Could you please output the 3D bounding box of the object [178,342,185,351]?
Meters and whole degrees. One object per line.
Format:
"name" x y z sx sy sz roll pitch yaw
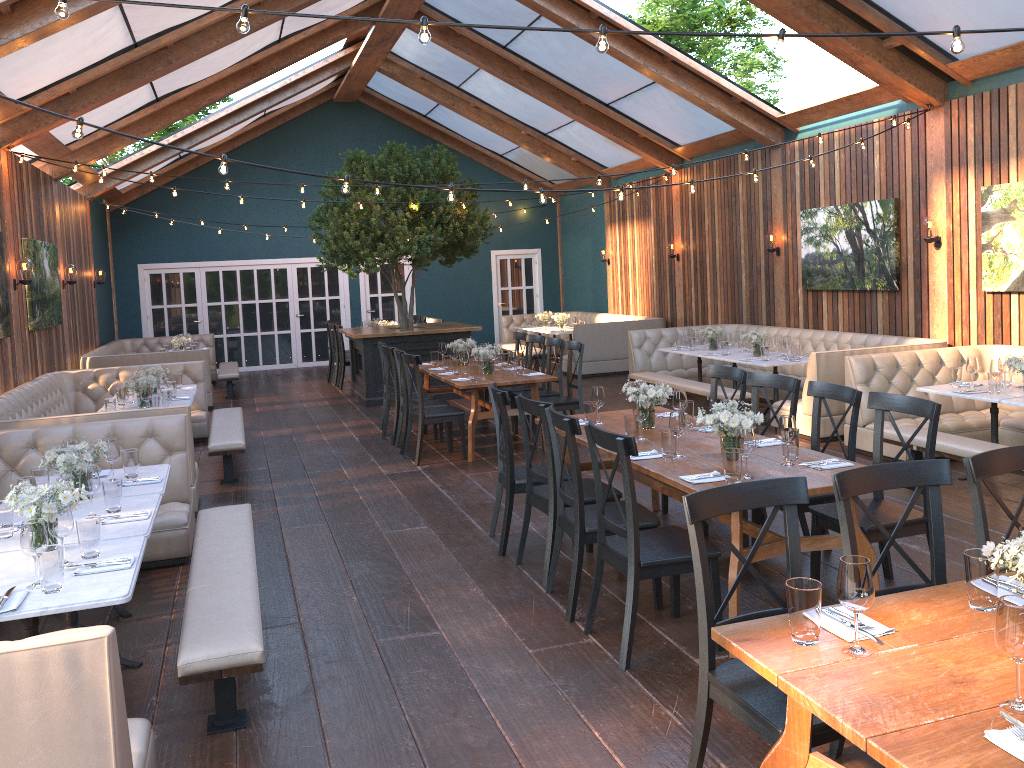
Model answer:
"object" -4.976 -0.513 13.337 0.092 0.243 0.093 0 5 30

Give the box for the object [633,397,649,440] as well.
"object" 0.756 0.204 5.190 0.092 0.243 0.093 -1 4 25

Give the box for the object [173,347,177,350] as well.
"object" -5.776 -0.663 15.139 0.092 0.157 0.092 -5 5 -31

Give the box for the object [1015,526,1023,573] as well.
"object" 1.443 0.521 2.443 0.092 0.243 0.093 -1 4 25

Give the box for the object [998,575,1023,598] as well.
"object" 1.494 0.610 2.612 0.157 0.019 0.256 -5 8 -17

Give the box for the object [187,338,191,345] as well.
"object" -5.220 -0.621 14.277 0.092 0.243 0.093 0 5 30

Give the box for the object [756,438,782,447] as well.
"object" 1.382 0.323 4.906 0.255 0.019 0.158 -5 8 -17

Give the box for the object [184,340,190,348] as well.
"object" -4.992 -0.543 13.582 0.092 0.243 0.093 0 5 30

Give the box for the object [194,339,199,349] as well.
"object" -5.393 -0.680 15.140 0.092 0.157 0.092 -5 5 -31

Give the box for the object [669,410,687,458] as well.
"object" 0.878 0.262 4.680 0.092 0.243 0.093 -1 4 25

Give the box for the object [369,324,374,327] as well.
"object" -2.335 -0.875 14.763 0.092 0.243 0.093 0 5 30

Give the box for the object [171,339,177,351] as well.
"object" -5.379 -0.590 14.089 0.092 0.243 0.093 0 5 30

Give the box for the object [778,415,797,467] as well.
"object" 1.361 0.279 4.369 0.092 0.243 0.093 -1 4 25

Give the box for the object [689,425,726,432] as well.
"object" 1.207 0.267 5.402 0.255 0.019 0.158 -5 8 -17

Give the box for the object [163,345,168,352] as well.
"object" -5.466 -0.532 14.002 0.092 0.157 0.092 -5 5 -31

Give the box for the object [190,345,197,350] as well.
"object" -4.918 -0.516 13.676 0.092 0.157 0.092 -5 5 -31

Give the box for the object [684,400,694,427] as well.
"object" 1.094 0.186 5.536 0.092 0.157 0.092 -2 4 9

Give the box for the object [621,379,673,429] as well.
"object" 0.851 0.121 5.542 0.329 0.308 0.338 -1 6 17

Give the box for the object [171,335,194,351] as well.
"object" -5.200 -0.606 13.896 0.336 0.308 0.331 0 6 25

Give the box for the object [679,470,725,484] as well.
"object" 0.932 0.436 4.184 0.255 0.019 0.158 -5 8 -17

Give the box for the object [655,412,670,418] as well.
"object" 1.045 0.202 5.976 0.255 0.019 0.158 -5 8 -17

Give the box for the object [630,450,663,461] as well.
"object" 0.724 0.375 4.735 0.255 0.019 0.158 -5 8 -17

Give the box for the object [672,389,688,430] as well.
"object" 1.032 0.159 5.428 0.092 0.243 0.093 -1 4 25

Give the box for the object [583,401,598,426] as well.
"object" 0.504 0.197 5.661 0.092 0.157 0.092 0 5 29

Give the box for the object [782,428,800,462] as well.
"object" 1.407 0.307 4.471 0.092 0.157 0.092 -2 4 9

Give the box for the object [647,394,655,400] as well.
"object" 0.947 0.120 6.108 0.092 0.157 0.092 -1 5 19

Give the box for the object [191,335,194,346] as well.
"object" -5.445 -0.708 15.036 0.092 0.243 0.093 -1 4 25

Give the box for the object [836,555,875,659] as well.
"object" 0.882 0.569 2.268 0.092 0.243 0.093 -1 4 25

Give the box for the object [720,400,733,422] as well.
"object" 1.204 0.213 4.944 0.092 0.243 0.093 -1 4 25

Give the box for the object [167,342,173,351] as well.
"object" -5.693 -0.616 14.744 0.092 0.157 0.092 -5 5 -31

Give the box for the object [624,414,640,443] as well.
"object" 0.694 0.261 5.105 0.092 0.157 0.092 -2 4 9

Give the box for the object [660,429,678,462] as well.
"object" 0.816 0.319 4.594 0.092 0.157 0.092 -2 4 9

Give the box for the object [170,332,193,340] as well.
"object" -5.465 -0.694 14.684 0.329 0.308 0.338 2 7 38

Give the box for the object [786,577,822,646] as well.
"object" 0.777 0.607 2.350 0.092 0.157 0.092 -2 4 9

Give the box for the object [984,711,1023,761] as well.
"object" 1.082 0.733 1.802 0.157 0.019 0.256 -5 8 -17

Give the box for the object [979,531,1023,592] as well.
"object" 1.389 0.517 2.238 0.336 0.308 0.331 -1 6 15

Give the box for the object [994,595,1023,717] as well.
"object" 1.119 0.598 1.956 0.092 0.243 0.093 -1 4 25

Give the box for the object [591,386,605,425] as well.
"object" 0.561 0.139 5.763 0.092 0.243 0.093 0 5 30

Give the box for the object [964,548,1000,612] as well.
"object" 1.337 0.559 2.517 0.092 0.157 0.092 -2 4 9

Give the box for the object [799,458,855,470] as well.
"object" 1.526 0.389 4.331 0.255 0.019 0.158 -5 8 -17

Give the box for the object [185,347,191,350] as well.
"object" -4.851 -0.467 13.267 0.092 0.157 0.092 -5 5 -31

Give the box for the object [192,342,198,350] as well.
"object" -5.148 -0.597 14.395 0.092 0.157 0.092 -5 5 -31

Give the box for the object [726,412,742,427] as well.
"object" 1.265 0.240 5.048 0.092 0.157 0.092 -2 4 9

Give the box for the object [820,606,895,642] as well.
"object" 0.937 0.659 2.432 0.157 0.019 0.256 -5 8 -17

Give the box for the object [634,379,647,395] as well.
"object" 0.874 0.094 5.996 0.092 0.243 0.093 0 5 30

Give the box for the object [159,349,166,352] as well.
"object" -5.225 -0.447 13.245 0.092 0.157 0.092 -5 5 -31

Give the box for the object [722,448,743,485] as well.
"object" 1.010 0.379 4.047 0.092 0.157 0.092 -2 4 9

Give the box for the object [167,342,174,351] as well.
"object" -5.154 -0.507 13.356 0.092 0.243 0.093 0 5 30

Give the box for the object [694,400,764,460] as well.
"object" 1.121 0.238 4.526 0.336 0.308 0.330 2 7 39

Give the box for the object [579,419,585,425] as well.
"object" 0.410 0.252 5.811 0.255 0.019 0.158 -5 8 -17

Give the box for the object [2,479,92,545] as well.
"object" -1.953 0.544 3.694 0.330 0.308 0.336 -8 8 -43

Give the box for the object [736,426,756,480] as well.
"object" 1.095 0.321 4.136 0.092 0.243 0.093 -1 4 25
